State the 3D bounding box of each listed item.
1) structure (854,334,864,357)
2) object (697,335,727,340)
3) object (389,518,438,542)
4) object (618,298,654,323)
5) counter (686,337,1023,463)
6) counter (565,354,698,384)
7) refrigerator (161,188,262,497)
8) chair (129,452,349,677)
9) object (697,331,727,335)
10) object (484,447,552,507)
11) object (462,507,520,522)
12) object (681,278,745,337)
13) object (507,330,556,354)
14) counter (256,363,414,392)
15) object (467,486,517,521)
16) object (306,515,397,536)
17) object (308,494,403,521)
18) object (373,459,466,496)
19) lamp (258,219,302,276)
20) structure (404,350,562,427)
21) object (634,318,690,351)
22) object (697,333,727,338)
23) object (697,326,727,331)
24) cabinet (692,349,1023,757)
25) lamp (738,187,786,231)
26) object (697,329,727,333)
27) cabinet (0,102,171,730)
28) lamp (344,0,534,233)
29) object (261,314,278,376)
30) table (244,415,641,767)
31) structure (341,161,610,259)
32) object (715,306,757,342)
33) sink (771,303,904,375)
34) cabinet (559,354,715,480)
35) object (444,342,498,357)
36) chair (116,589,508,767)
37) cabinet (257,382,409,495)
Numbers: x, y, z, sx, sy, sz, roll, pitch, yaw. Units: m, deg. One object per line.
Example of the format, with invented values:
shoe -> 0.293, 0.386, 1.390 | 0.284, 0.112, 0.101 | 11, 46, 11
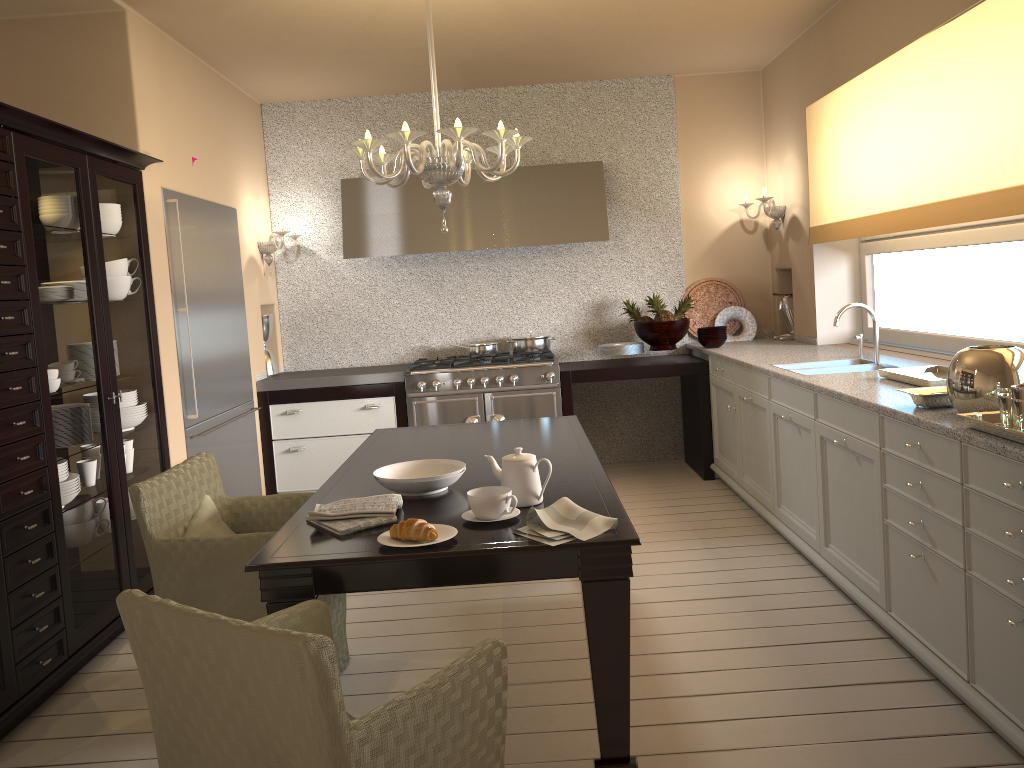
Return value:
structure -> 1.703, -0.177, 4.344 | 0.037, 0.134, 0.024 | -4, 4, 0
object -> 1.239, -0.264, 5.478 | 0.180, 0.063, 0.180 | -6, 6, -22
object -> -0.236, 0.352, 2.143 | 0.138, 0.051, 0.062 | -2, 6, 19
object -> 0.815, -0.419, 5.706 | 0.138, 0.284, 0.278 | -8, 7, -43
counter -> 1.503, -0.076, 3.894 | 0.652, 0.067, 4.253 | -4, 6, 0
counter -> 0.738, -0.100, 5.634 | 0.765, 0.079, 0.602 | -4, 6, 0
refrigerator -> -1.863, -0.080, 4.690 | 0.741, 1.729, 1.106 | -4, 5, 0
chair -> -0.840, 0.648, 2.884 | 0.561, 0.799, 0.565 | -3, 5, 6
object -> 1.235, -0.293, 5.476 | 0.180, 0.066, 0.181 | -5, 6, -7
object -> 0.017, 0.253, 2.456 | 0.198, 0.155, 0.118 | -3, 5, 6
object -> -0.055, 0.345, 2.317 | 0.154, 0.012, 0.154 | -9, 8, -39
object -> 1.349, -0.499, 5.964 | 0.431, 0.429, 0.065 | -4, 4, 0
object -> 0.125, -0.279, 5.742 | 0.266, 0.145, 0.266 | -9, 8, -41
counter -> -1.095, -0.046, 5.637 | 0.896, 0.062, 0.602 | -4, 6, 0
object -> -0.053, 0.314, 2.316 | 0.125, 0.069, 0.116 | -5, 6, -6
object -> -0.434, 0.363, 2.384 | 0.165, 0.026, 0.232 | -8, 7, -34
object -> -0.422, 0.344, 2.417 | 0.233, 0.051, 0.165 | -4, 6, 0
object -> -0.280, 0.291, 2.709 | 0.281, 0.066, 0.282 | -5, 6, -5
lamp -> -1.497, -0.863, 5.652 | 0.269, 0.340, 0.481 | -4, 5, -1
structure -> -0.157, 0.233, 5.605 | 0.929, 0.803, 0.707 | -4, 5, 0
object -> 0.955, -0.312, 5.630 | 0.351, 0.187, 0.352 | -6, 6, -16
object -> 1.238, -0.278, 5.477 | 0.180, 0.063, 0.180 | -6, 6, -22
object -> 1.238, -0.319, 5.474 | 0.180, 0.065, 0.181 | -3, 6, 8
cabinet -> 1.589, 0.327, 3.927 | 0.846, 0.769, 4.235 | -4, 6, 0
lamp -> 1.623, -1.101, 5.632 | 0.264, 0.266, 0.481 | -4, 6, -1
object -> 1.236, -0.305, 5.475 | 0.180, 0.064, 0.181 | -3, 6, 8
cabinet -> -1.929, 0.084, 2.782 | 0.888, 1.835, 2.497 | -4, 5, 0
lamp -> -0.286, -1.117, 3.247 | 0.675, 1.124, 0.703 | -2, 5, 19
object -> -1.615, -0.251, 5.748 | 0.155, 0.393, 0.155 | -5, 4, -11
table -> -0.139, 0.605, 3.057 | 0.918, 0.651, 1.997 | -4, 6, 0
structure -> -0.238, -1.110, 5.708 | 1.661, 0.509, 0.481 | -4, 5, 0
object -> 1.488, -0.383, 5.900 | 0.282, 0.272, 0.093 | -4, 4, 2
sink -> 1.464, -0.121, 4.029 | 0.458, 0.480, 0.540 | -4, 5, 0
cabinet -> 0.761, 0.220, 5.656 | 0.896, 0.722, 0.602 | -4, 5, 0
object -> -0.251, -0.231, 5.796 | 0.370, 0.090, 0.199 | 2, 8, 42
chair -> -0.341, 0.742, 1.704 | 0.563, 0.799, 0.563 | 0, 6, 36
cabinet -> -1.068, 0.347, 5.651 | 0.896, 0.722, 0.639 | -4, 5, 0
